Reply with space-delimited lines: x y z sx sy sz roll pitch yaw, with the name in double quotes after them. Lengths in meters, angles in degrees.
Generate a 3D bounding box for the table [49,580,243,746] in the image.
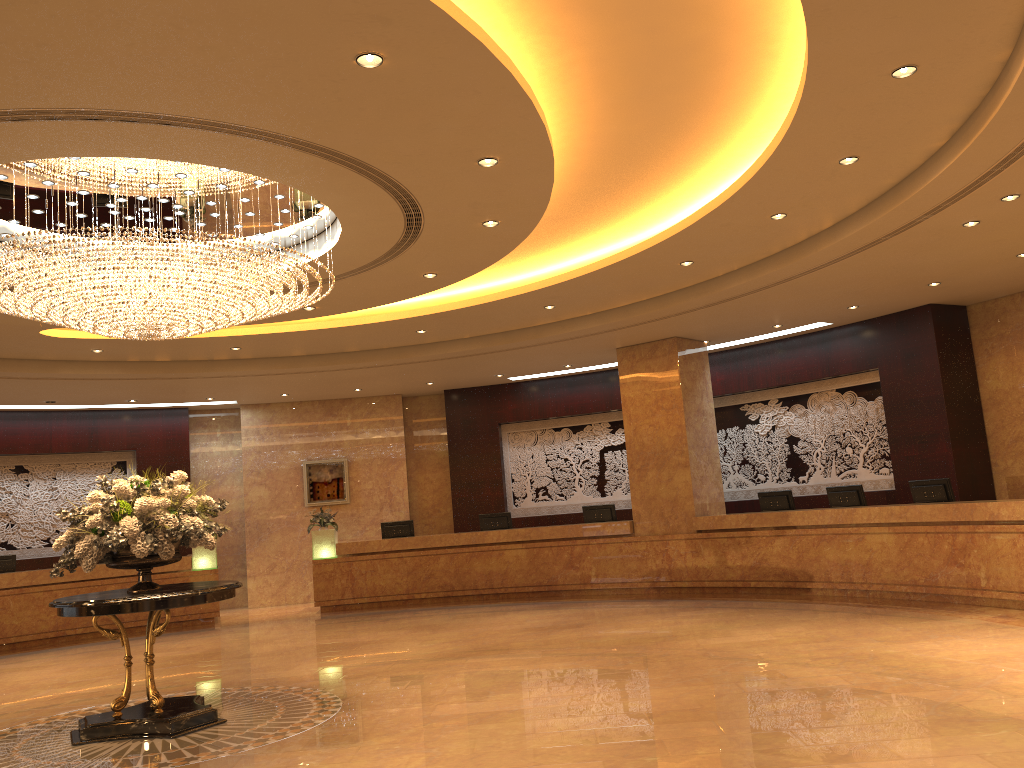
-2.982 2.258 7.326 1.493 1.089 1.493 -4 -8 -5 "table"

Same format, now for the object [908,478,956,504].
5.339 1.457 11.244 0.430 0.500 0.531 -6 -8 10 "object"

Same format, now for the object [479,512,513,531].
-0.283 2.552 15.798 0.430 0.500 0.531 1 -10 -37 "object"

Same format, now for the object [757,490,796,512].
3.968 1.849 13.259 0.430 0.500 0.531 -4 -8 -2 "object"

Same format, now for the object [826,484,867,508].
4.676 1.667 12.365 0.430 0.500 0.531 -5 -8 4 "object"

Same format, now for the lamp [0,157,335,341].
-3.193 -0.993 7.776 3.206 1.196 3.204 -11 -10 38 "lamp"

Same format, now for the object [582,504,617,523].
1.504 2.313 15.138 0.430 0.500 0.531 -1 -9 -26 "object"

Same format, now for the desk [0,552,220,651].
-7.299 3.561 14.370 5.227 1.155 1.570 1 -9 -33 "desk"

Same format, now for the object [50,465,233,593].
-3.085 1.235 7.499 1.277 0.999 1.318 -10 -9 32 "object"

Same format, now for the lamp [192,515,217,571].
-5.318 2.723 15.259 0.570 0.923 0.580 -5 -8 -1 "lamp"

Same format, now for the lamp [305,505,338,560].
-3.318 2.619 15.688 0.577 0.925 0.542 -5 -8 4 "lamp"

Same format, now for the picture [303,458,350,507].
-3.696 1.956 17.638 0.875 0.890 0.068 -4 -8 -7 "picture"

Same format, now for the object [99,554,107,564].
-6.829 2.990 14.964 0.918 0.500 0.397 -2 -8 -16 "object"

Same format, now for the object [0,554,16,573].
-8.203 2.980 14.066 0.531 0.500 0.430 -4 -8 -6 "object"

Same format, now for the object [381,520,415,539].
-2.066 2.736 16.066 0.531 0.500 0.430 -11 -10 39 "object"

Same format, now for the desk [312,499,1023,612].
2.103 2.648 13.373 12.951 1.155 3.466 -10 -10 36 "desk"
